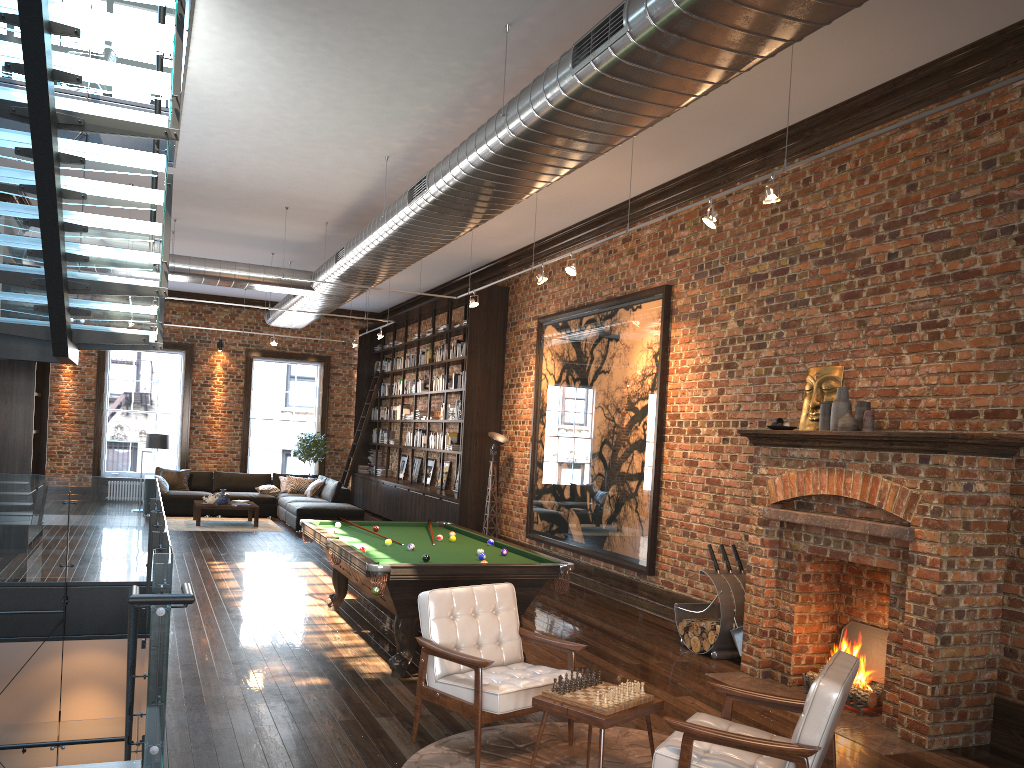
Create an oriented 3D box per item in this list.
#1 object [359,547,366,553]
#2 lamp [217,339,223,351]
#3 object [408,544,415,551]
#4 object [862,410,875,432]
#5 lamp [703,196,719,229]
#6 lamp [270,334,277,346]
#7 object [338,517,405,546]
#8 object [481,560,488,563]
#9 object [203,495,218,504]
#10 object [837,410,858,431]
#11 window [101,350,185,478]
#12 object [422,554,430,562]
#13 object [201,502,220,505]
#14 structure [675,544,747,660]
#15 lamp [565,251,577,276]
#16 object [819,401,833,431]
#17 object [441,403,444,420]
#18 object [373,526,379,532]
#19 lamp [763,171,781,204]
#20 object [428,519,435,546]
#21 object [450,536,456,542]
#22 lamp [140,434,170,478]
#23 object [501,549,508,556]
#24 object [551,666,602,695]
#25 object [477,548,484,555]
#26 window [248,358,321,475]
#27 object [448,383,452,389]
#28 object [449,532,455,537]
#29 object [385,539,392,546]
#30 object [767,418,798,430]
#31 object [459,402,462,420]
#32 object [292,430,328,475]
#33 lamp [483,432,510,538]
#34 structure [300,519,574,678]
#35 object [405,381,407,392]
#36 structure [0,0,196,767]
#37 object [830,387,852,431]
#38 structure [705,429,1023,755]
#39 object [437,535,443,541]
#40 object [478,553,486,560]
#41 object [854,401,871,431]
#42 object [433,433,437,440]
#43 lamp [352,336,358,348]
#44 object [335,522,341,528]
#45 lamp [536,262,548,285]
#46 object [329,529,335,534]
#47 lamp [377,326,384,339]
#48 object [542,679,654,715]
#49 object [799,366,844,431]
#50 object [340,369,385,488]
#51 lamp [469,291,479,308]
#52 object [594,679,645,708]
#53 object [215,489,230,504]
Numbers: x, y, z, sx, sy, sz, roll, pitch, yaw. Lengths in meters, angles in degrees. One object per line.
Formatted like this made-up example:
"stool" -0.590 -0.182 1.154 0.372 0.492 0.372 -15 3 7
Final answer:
"object" -1.129 1.259 6.697 0.057 0.057 0.057 3 -1 25
"lamp" -6.150 -0.820 18.702 0.126 0.237 0.155 3 0 -22
"object" -0.804 1.301 7.070 0.057 0.057 0.057 2 -1 38
"object" 2.525 0.267 6.277 0.081 0.178 0.082 3 0 20
"lamp" 1.443 -1.247 6.443 0.113 0.230 0.114 3 0 42
"lamp" -4.746 -0.880 17.681 0.113 0.230 0.114 3 0 37
"object" -1.299 1.326 8.036 0.028 0.072 1.603 3 -3 -30
"object" -0.198 1.288 6.329 0.057 0.057 0.057 3 -1 -4
"object" -5.094 1.959 15.025 0.218 0.160 0.218 3 -2 20
"object" 2.400 0.268 6.331 0.136 0.169 0.136 3 -1 20
"window" -7.708 0.627 18.556 1.522 2.755 0.154 3 1 -23
"object" -0.627 1.273 6.477 0.057 0.057 0.057 4 -1 -18
"object" -5.103 2.029 15.013 0.267 0.018 0.202 3 -4 1
"structure" 1.839 1.837 7.525 0.538 0.920 0.926 3 -1 -22
"lamp" 0.575 -1.162 8.546 0.113 0.230 0.114 3 0 7
"object" 2.386 0.251 6.701 0.118 0.250 0.118 3 0 25
"object" -1.161 0.469 15.068 0.069 0.288 0.117 3 1 -29
"object" -1.270 1.352 8.278 0.057 0.057 0.057 3 -1 26
"lamp" 1.707 -1.282 5.807 0.117 0.213 0.117 3 0 19
"object" -0.750 1.372 8.264 0.028 0.072 1.607 3 -4 -7
"object" -0.521 1.364 7.808 0.057 0.057 0.057 4 -1 -22
"lamp" -6.727 1.655 16.454 0.687 1.468 0.419 3 1 7
"object" -0.062 1.343 7.078 0.057 0.057 0.057 3 -1 0
"object" 0.326 1.450 4.384 0.075 0.101 0.335 3 -3 43
"object" -0.249 1.329 7.018 0.057 0.057 0.057 3 -1 17
"window" -5.068 0.845 19.654 1.522 2.755 0.154 3 1 -23
"object" -1.034 0.048 15.122 0.096 0.137 0.235 3 -2 -39
"object" -0.548 1.384 8.147 0.057 0.057 0.057 3 -1 23
"object" -1.017 1.304 7.301 0.057 0.057 0.057 3 -1 15
"object" 2.070 0.312 6.798 0.237 0.105 0.237 4 -3 -12
"object" -0.819 0.436 14.253 0.069 0.288 0.117 3 1 -29
"object" -4.422 1.935 19.260 0.813 1.866 0.799 3 1 -14
"lamp" -0.248 1.599 12.667 0.425 1.829 0.505 3 1 -17
"structure" -0.815 1.728 7.530 1.555 0.851 2.954 4 -3 -22
"object" -2.069 0.074 17.357 0.075 0.255 0.087 3 1 -33
"structure" -3.877 0.089 5.565 3.581 14.506 7.030 3 0 -22
"object" 2.439 0.195 6.562 0.145 0.350 0.145 3 1 14
"structure" 2.286 1.288 6.144 0.888 1.908 1.997 3 -1 -22
"object" -0.637 1.358 7.823 0.057 0.057 0.057 2 -1 33
"object" -0.228 1.313 6.744 0.057 0.057 0.057 4 -1 -18
"object" 2.534 0.244 6.408 0.120 0.243 0.120 3 0 -3
"object" -1.326 1.014 15.816 0.166 0.283 0.015 3 1 -23
"lamp" -3.039 -0.812 17.241 0.113 0.230 0.114 3 0 17
"object" -1.649 1.339 8.414 0.058 0.058 0.057 4 -1 -21
"lamp" 0.319 -1.138 9.159 0.114 0.230 0.113 3 0 -43
"object" -1.590 1.305 7.823 0.057 0.057 0.057 4 -1 -24
"lamp" -2.273 -0.887 15.389 0.113 0.230 0.114 3 0 43
"object" 0.418 1.512 4.298 0.387 0.028 0.389 0 -5 42
"object" 2.404 0.127 6.975 0.125 0.536 0.408 3 0 -22
"object" -3.276 1.205 18.841 0.898 3.079 0.494 3 1 -22
"lamp" -0.472 -1.061 11.065 0.113 0.230 0.114 3 0 -8
"object" 0.516 1.450 4.209 0.075 0.101 0.335 3 -3 43
"object" -4.973 1.935 15.252 0.215 0.251 0.215 3 -1 10
